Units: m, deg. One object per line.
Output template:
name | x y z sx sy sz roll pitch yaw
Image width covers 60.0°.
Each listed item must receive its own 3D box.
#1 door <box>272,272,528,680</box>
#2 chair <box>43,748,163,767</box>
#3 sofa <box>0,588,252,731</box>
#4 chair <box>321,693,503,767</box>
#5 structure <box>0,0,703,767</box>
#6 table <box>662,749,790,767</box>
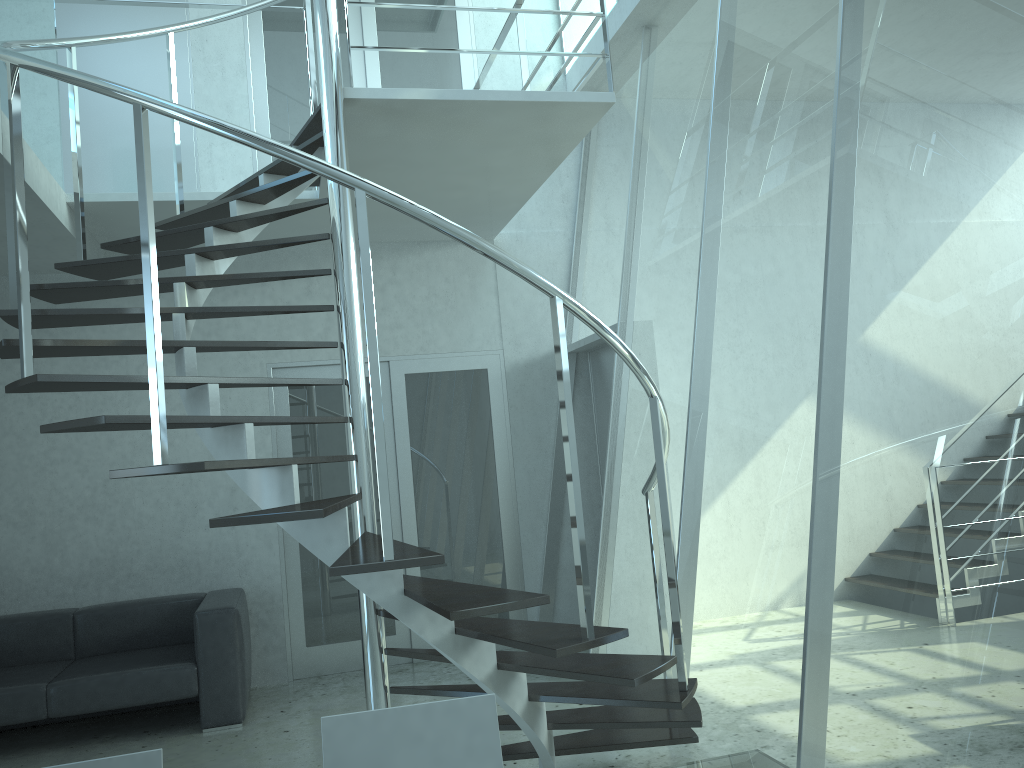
door | -0.423 0.546 6.816 1.162 3.200 2.576 -8 -5 33
chair | -0.761 1.124 1.415 0.410 0.857 0.492 -4 -5 -15
sofa | -2.574 1.667 5.125 2.025 0.652 0.943 -4 -5 -15
chair | -0.141 1.084 1.608 0.413 0.857 0.492 -4 -5 -10
structure | -0.868 -0.295 4.310 2.655 4.156 3.780 -4 -5 -15
table | -0.351 1.126 1.041 2.100 0.720 1.000 -4 -5 -15
